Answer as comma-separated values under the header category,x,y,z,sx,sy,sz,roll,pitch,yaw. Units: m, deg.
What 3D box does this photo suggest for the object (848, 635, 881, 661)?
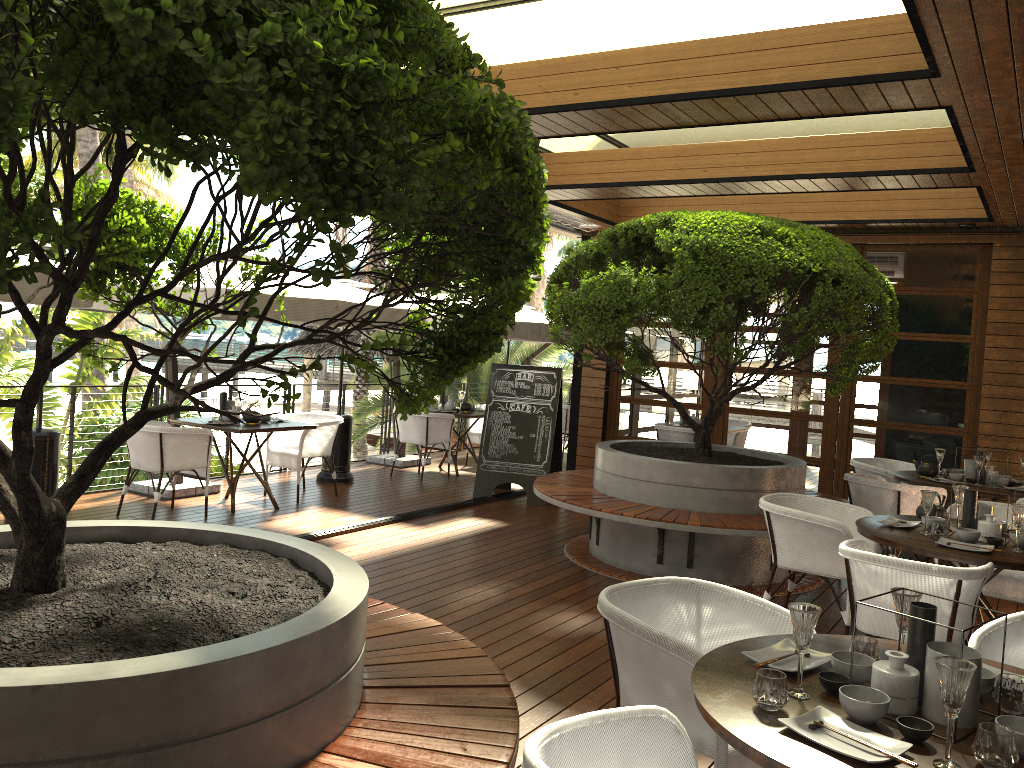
category,x,y,z,sx,sy,sz,roll,pitch,yaw
object,0.992,0.762,2.502,0.086,0.086,0.086,4,2,4

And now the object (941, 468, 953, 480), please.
category,x,y,z,sx,sy,sz,roll,pitch,yaw
object,3.474,0.721,7.074,0.086,0.086,0.086,5,2,31

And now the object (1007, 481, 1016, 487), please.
category,x,y,z,sx,sy,sz,roll,pitch,yaw
object,3.871,0.777,6.893,0.080,0.042,0.080,3,3,-25

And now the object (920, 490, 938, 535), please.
category,x,y,z,sx,sy,sz,roll,pitch,yaw
object,2.166,0.671,4.624,0.082,0.227,0.082,5,2,41

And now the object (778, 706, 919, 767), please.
category,x,y,z,sx,sy,sz,roll,pitch,yaw
object,0.767,0.801,1.987,0.170,0.025,0.295,2,3,-36

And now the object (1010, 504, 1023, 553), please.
category,x,y,z,sx,sy,sz,roll,pitch,yaw
object,2.470,0.704,4.327,0.082,0.227,0.082,5,2,36

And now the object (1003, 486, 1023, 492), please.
category,x,y,z,sx,sy,sz,roll,pitch,yaw
object,3.874,0.795,6.685,0.294,0.025,0.170,3,3,-24

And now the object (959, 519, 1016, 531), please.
category,x,y,z,sx,sy,sz,roll,pitch,yaw
object,2.667,0.792,4.979,0.295,0.025,0.170,5,3,35

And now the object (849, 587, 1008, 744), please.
category,x,y,z,sx,sy,sz,roll,pitch,yaw
object,1.039,0.689,2.219,0.263,0.264,0.264,2,3,-41

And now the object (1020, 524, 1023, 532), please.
category,x,y,z,sx,sy,sz,roll,pitch,yaw
object,2.730,0.777,4.714,0.086,0.086,0.086,4,2,-5

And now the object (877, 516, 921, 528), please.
category,x,y,z,sx,sy,sz,roll,pitch,yaw
object,2.100,0.762,4.831,0.170,0.025,0.294,6,3,40

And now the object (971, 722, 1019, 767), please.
category,x,y,z,sx,sy,sz,roll,pitch,yaw
object,1.049,0.791,1.925,0.086,0.086,0.086,4,2,4

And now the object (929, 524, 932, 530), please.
category,x,y,z,sx,sy,sz,roll,pitch,yaw
object,2.242,0.769,4.677,0.080,0.042,0.080,4,2,9

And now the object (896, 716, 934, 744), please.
category,x,y,z,sx,sy,sz,roll,pitch,yaw
object,0.926,0.800,2.039,0.080,0.042,0.080,3,2,-8

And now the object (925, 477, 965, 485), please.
category,x,y,z,sx,sy,sz,roll,pitch,yaw
object,3.360,0.755,6.844,0.170,0.025,0.295,3,3,-19

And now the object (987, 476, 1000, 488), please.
category,x,y,z,sx,sy,sz,roll,pitch,yaw
object,3.667,0.747,6.753,0.086,0.086,0.086,5,2,26

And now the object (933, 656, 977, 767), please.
category,x,y,z,sx,sy,sz,roll,pitch,yaw
object,0.947,0.711,1.911,0.082,0.227,0.082,5,2,43

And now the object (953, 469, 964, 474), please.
category,x,y,z,sx,sy,sz,roll,pitch,yaw
object,3.661,0.735,7.278,0.116,0.065,0.116,6,3,42

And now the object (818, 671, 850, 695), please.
category,x,y,z,sx,sy,sz,roll,pitch,yaw
object,0.838,0.783,2.308,0.080,0.042,0.080,2,3,-43

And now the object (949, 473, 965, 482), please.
category,x,y,z,sx,sy,sz,roll,pitch,yaw
object,3.492,0.738,6.961,0.116,0.065,0.116,4,2,2

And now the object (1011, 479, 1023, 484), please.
category,x,y,z,sx,sy,sz,roll,pitch,yaw
object,4.034,0.783,7.178,0.170,0.025,0.295,3,3,-19

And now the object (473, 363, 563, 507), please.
category,x,y,z,sx,sy,sz,roll,pitch,yaw
object,0.113,0.499,9.353,0.769,1.396,0.771,4,2,16

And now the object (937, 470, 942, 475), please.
category,x,y,z,sx,sy,sz,roll,pitch,yaw
object,3.528,0.741,7.406,0.294,0.025,0.170,3,3,-24

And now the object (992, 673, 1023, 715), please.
category,x,y,z,sx,sy,sz,roll,pitch,yaw
object,1.274,0.791,2.256,0.086,0.086,0.086,4,2,9

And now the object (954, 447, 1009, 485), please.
category,x,y,z,sx,sy,sz,roll,pitch,yaw
object,3.719,0.650,7.032,0.263,0.264,0.264,3,2,-24

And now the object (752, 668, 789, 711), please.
category,x,y,z,sx,sy,sz,roll,pitch,yaw
object,0.635,0.753,2.177,0.086,0.086,0.086,4,2,9

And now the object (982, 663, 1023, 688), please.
category,x,y,z,sx,sy,sz,roll,pitch,yaw
object,1.308,0.813,2.510,0.170,0.025,0.295,2,3,-36

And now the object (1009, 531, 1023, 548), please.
category,x,y,z,sx,sy,sz,roll,pitch,yaw
object,2.570,0.788,4.468,0.116,0.065,0.116,6,3,44

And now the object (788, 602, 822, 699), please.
category,x,y,z,sx,sy,sz,roll,pitch,yaw
object,0.742,0.682,2.270,0.082,0.227,0.082,2,2,-40

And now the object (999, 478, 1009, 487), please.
category,x,y,z,sx,sy,sz,roll,pitch,yaw
object,3.767,0.761,6.834,0.116,0.065,0.116,6,3,42

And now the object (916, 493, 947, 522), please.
category,x,y,z,sx,sy,sz,roll,pitch,yaw
object,2.369,0.694,5.004,0.168,0.179,0.163,5,3,42

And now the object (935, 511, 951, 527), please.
category,x,y,z,sx,sy,sz,roll,pitch,yaw
object,2.357,0.746,4.855,0.086,0.086,0.086,4,2,0

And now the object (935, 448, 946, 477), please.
category,x,y,z,sx,sy,sz,roll,pitch,yaw
object,3.480,0.641,7.216,0.082,0.227,0.082,3,2,-35

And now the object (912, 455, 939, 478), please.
category,x,y,z,sx,sy,sz,roll,pitch,yaw
object,3.355,0.663,7.161,0.163,0.179,0.168,3,2,-21

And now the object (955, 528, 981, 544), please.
category,x,y,z,sx,sy,sz,roll,pitch,yaw
object,2.303,0.770,4.479,0.116,0.065,0.116,2,3,-34

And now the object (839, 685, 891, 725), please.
category,x,y,z,sx,sy,sz,roll,pitch,yaw
object,0.847,0.779,2.137,0.116,0.065,0.116,2,3,-38

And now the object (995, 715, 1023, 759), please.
category,x,y,z,sx,sy,sz,roll,pitch,yaw
object,1.156,0.805,2.005,0.116,0.065,0.116,3,2,-15

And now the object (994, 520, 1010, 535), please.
category,x,y,z,sx,sy,sz,roll,pitch,yaw
object,2.627,0.777,4.800,0.116,0.065,0.116,2,3,-34

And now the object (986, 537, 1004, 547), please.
category,x,y,z,sx,sy,sz,roll,pitch,yaw
object,2.406,0.791,4.420,0.080,0.042,0.080,4,2,-4

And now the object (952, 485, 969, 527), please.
category,x,y,z,sx,sy,sz,roll,pitch,yaw
object,2.485,0.678,4.927,0.082,0.227,0.082,4,2,24

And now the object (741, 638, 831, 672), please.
category,x,y,z,sx,sy,sz,roll,pitch,yaw
object,0.771,0.778,2.506,0.294,0.025,0.170,1,3,-41

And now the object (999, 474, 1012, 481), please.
category,x,y,z,sx,sy,sz,roll,pitch,yaw
object,3.914,0.761,7.058,0.116,0.065,0.116,4,2,2

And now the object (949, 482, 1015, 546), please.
category,x,y,z,sx,sy,sz,roll,pitch,yaw
object,2.452,0.674,4.626,0.263,0.264,0.263,5,2,35

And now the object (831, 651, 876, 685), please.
category,x,y,z,sx,sy,sz,roll,pitch,yaw
object,0.921,0.773,2.395,0.116,0.065,0.116,3,2,-15

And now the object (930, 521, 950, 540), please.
category,x,y,z,sx,sy,sz,roll,pitch,yaw
object,2.183,0.750,4.523,0.086,0.086,0.086,4,2,-5

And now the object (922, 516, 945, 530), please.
category,x,y,z,sx,sy,sz,roll,pitch,yaw
object,2.269,0.755,4.780,0.116,0.065,0.116,6,3,44

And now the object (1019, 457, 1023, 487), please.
category,x,y,z,sx,sy,sz,roll,pitch,yaw
object,3.985,0.688,6.894,0.082,0.227,0.082,3,2,-35

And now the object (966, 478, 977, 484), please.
category,x,y,z,sx,sy,sz,roll,pitch,yaw
object,3.566,0.757,6.885,0.080,0.042,0.080,4,2,10

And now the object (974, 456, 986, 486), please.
category,x,y,z,sx,sy,sz,roll,pitch,yaw
object,3.573,0.666,6.787,0.082,0.227,0.082,3,2,-18

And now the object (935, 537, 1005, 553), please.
category,x,y,z,sx,sy,sz,roll,pitch,yaw
object,2.229,0.793,4.309,0.295,0.025,0.170,5,3,35

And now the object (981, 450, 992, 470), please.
category,x,y,z,sx,sy,sz,roll,pitch,yaw
object,3.898,0.665,7.298,0.082,0.227,0.082,3,2,-18

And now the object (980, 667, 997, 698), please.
category,x,y,z,sx,sy,sz,roll,pitch,yaw
object,1.221,0.794,2.358,0.116,0.065,0.116,2,3,-38

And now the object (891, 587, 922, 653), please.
category,x,y,z,sx,sy,sz,roll,pitch,yaw
object,1.103,0.696,2.497,0.082,0.227,0.082,5,2,43
